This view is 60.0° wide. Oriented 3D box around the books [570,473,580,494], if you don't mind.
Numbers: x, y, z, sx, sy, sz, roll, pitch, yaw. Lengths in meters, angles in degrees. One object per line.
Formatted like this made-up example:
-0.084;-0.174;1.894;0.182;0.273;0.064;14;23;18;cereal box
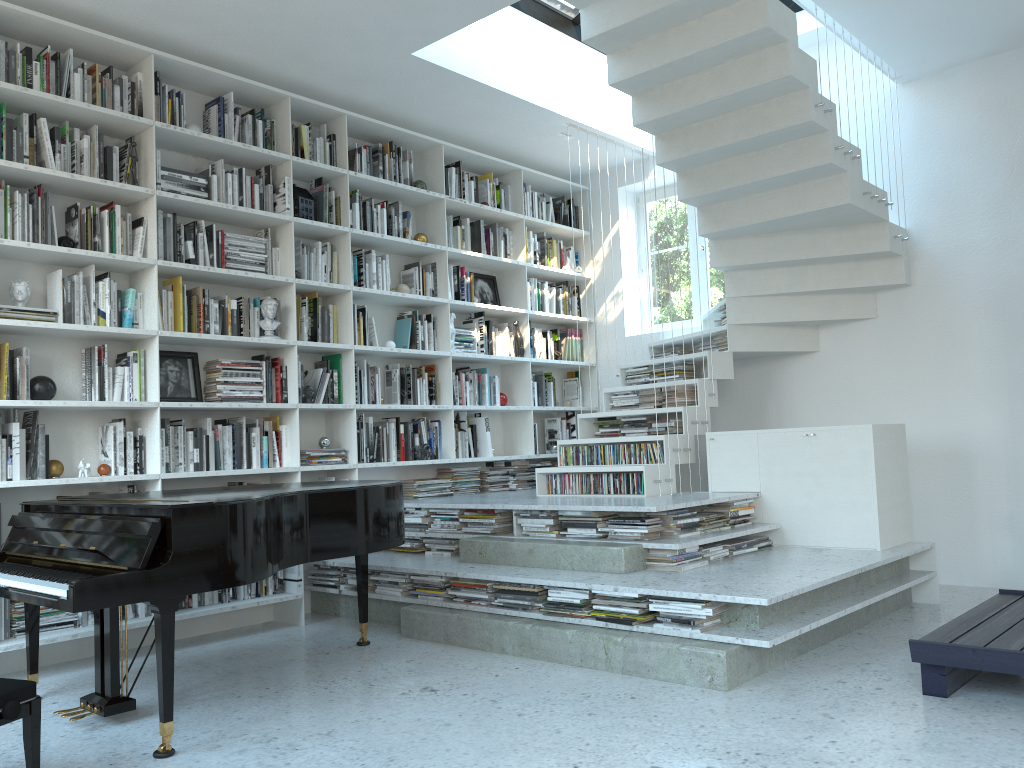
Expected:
0.413;0.635;5.654;0.008;0.125;0.125;-6;-5;42;books

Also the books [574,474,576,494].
0.437;0.633;5.633;0.008;0.125;0.125;-6;-5;42;books

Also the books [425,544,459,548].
-0.378;0.971;5.376;0.263;0.017;0.156;-6;-5;38;books

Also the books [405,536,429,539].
-0.605;0.957;5.591;0.228;0.014;0.149;-6;-5;40;books

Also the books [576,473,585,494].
0.448;0.631;5.623;0.008;0.125;0.125;-6;-5;42;books

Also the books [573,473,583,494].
0.431;0.633;5.638;0.007;0.125;0.125;-6;-5;42;books

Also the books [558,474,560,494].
0.339;0.643;5.720;0.009;0.125;0.125;-6;-5;42;books

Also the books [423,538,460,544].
-0.386;0.945;5.370;0.250;0.017;0.181;-6;-5;39;books

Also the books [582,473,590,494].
0.483;0.628;5.592;0.009;0.125;0.125;-6;-5;42;books

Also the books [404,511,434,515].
-0.579;0.809;5.614;0.290;0.018;0.163;-6;-6;41;books

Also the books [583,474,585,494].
0.489;0.627;5.586;0.008;0.125;0.125;-6;-5;42;books

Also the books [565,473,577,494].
0.385;0.638;5.679;0.007;0.125;0.125;-6;-5;42;books

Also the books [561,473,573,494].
0.356;0.641;5.705;0.008;0.125;0.125;-6;-5;42;books

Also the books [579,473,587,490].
0.466;0.629;5.607;0.008;0.125;0.125;-6;-5;42;books

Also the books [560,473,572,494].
0.351;0.642;5.710;0.008;0.125;0.125;-6;-5;42;books

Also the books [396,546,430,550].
-0.604;1.023;5.584;0.268;0.014;0.160;-6;-6;41;books

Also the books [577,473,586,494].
0.454;0.631;5.618;0.007;0.125;0.125;-6;-5;42;books

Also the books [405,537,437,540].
-0.605;0.969;5.589;0.144;0.009;0.250;2;-6;-44;books

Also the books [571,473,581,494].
0.419;0.634;5.649;0.009;0.125;0.125;-6;-5;42;books

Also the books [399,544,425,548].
-0.613;1.008;5.576;0.183;0.017;0.180;-6;-5;39;books

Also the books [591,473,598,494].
0.540;0.621;5.541;0.010;0.125;0.125;-6;-5;42;books

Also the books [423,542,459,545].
-0.382;0.958;5.373;0.277;0.009;0.178;-6;-6;43;books

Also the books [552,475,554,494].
0.304;0.647;5.752;0.007;0.125;0.125;-6;-5;42;books

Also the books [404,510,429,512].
-0.579;0.796;5.616;0.285;0.007;0.159;-6;-6;41;books

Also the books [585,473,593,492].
0.506;0.625;5.571;0.009;0.125;0.125;-6;-5;42;books

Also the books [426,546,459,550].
-0.375;0.986;5.378;0.254;0.012;0.161;-6;-6;43;books

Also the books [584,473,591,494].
0.495;0.626;5.581;0.007;0.125;0.125;-6;-5;42;books

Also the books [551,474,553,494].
0.298;0.648;5.757;0.007;0.125;0.125;-6;-5;42;books

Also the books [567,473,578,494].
0.396;0.637;5.669;0.008;0.125;0.125;-6;-5;42;books

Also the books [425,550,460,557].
-0.387;1.020;5.361;0.202;0.028;0.189;-6;-5;37;books

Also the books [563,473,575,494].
0.374;0.639;5.689;0.008;0.125;0.125;-6;-5;42;books

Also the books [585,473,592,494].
0.500;0.626;5.576;0.008;0.125;0.125;-6;-5;42;books

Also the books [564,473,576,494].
0.380;0.639;5.684;0.007;0.125;0.125;-6;-5;42;books

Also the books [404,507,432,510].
-0.587;0.783;5.608;0.193;0.020;0.171;-6;-5;37;books

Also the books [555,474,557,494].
0.321;0.645;5.737;0.010;0.125;0.125;-6;-5;42;books

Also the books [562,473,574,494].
0.362;0.641;5.700;0.008;0.125;0.125;-6;-5;42;books

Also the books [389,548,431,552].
-0.616;1.034;5.570;0.261;0.009;0.187;-7;-6;45;books

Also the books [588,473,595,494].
0.522;0.623;5.556;0.007;0.125;0.125;-6;-5;42;books

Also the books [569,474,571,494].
0.407;0.636;5.659;0.007;0.125;0.125;-6;-5;42;books

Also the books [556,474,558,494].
0.327;0.644;5.731;0.007;0.125;0.125;-6;-5;42;books

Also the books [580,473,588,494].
0.471;0.629;5.602;0.008;0.125;0.125;-6;-5;42;books

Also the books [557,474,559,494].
0.334;0.644;5.725;0.009;0.125;0.125;-6;-5;42;books

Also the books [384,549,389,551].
-0.836;1.070;5.789;0.187;0.019;0.163;-6;-6;41;books

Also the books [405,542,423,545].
-0.605;0.995;5.586;0.228;0.009;0.159;-6;-6;43;books

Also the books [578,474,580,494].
0.460;0.630;5.612;0.008;0.125;0.125;-6;-5;42;books

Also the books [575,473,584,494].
0.442;0.632;5.628;0.009;0.125;0.125;-6;-5;42;books

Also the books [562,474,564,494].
0.368;0.640;5.695;0.008;0.125;0.125;-6;-5;42;books

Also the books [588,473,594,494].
0.517;0.624;5.561;0.008;0.125;0.125;-6;-5;42;books

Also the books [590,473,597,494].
0.534;0.622;5.546;0.007;0.125;0.125;-6;-5;42;books

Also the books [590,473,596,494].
0.528;0.623;5.551;0.007;0.125;0.125;-6;-5;42;books

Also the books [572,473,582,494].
0.425;0.634;5.643;0.007;0.125;0.125;-6;-5;42;books

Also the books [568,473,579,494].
0.401;0.636;5.665;0.008;0.125;0.125;-6;-5;42;books

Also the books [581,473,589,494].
0.477;0.628;5.597;0.008;0.125;0.125;-6;-5;42;books

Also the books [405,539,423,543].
-0.601;0.982;5.592;0.200;0.018;0.137;-6;-5;38;books

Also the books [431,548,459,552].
-0.370;0.999;5.382;0.138;0.014;0.215;2;-6;-44;books

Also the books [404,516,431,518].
-0.582;0.833;5.609;0.206;0.007;0.171;-6;-6;44;books

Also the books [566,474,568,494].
0.391;0.637;5.674;0.007;0.125;0.125;-6;-5;42;books

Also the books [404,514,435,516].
-0.578;0.823;5.614;0.143;0.012;0.264;2;-6;-43;books
